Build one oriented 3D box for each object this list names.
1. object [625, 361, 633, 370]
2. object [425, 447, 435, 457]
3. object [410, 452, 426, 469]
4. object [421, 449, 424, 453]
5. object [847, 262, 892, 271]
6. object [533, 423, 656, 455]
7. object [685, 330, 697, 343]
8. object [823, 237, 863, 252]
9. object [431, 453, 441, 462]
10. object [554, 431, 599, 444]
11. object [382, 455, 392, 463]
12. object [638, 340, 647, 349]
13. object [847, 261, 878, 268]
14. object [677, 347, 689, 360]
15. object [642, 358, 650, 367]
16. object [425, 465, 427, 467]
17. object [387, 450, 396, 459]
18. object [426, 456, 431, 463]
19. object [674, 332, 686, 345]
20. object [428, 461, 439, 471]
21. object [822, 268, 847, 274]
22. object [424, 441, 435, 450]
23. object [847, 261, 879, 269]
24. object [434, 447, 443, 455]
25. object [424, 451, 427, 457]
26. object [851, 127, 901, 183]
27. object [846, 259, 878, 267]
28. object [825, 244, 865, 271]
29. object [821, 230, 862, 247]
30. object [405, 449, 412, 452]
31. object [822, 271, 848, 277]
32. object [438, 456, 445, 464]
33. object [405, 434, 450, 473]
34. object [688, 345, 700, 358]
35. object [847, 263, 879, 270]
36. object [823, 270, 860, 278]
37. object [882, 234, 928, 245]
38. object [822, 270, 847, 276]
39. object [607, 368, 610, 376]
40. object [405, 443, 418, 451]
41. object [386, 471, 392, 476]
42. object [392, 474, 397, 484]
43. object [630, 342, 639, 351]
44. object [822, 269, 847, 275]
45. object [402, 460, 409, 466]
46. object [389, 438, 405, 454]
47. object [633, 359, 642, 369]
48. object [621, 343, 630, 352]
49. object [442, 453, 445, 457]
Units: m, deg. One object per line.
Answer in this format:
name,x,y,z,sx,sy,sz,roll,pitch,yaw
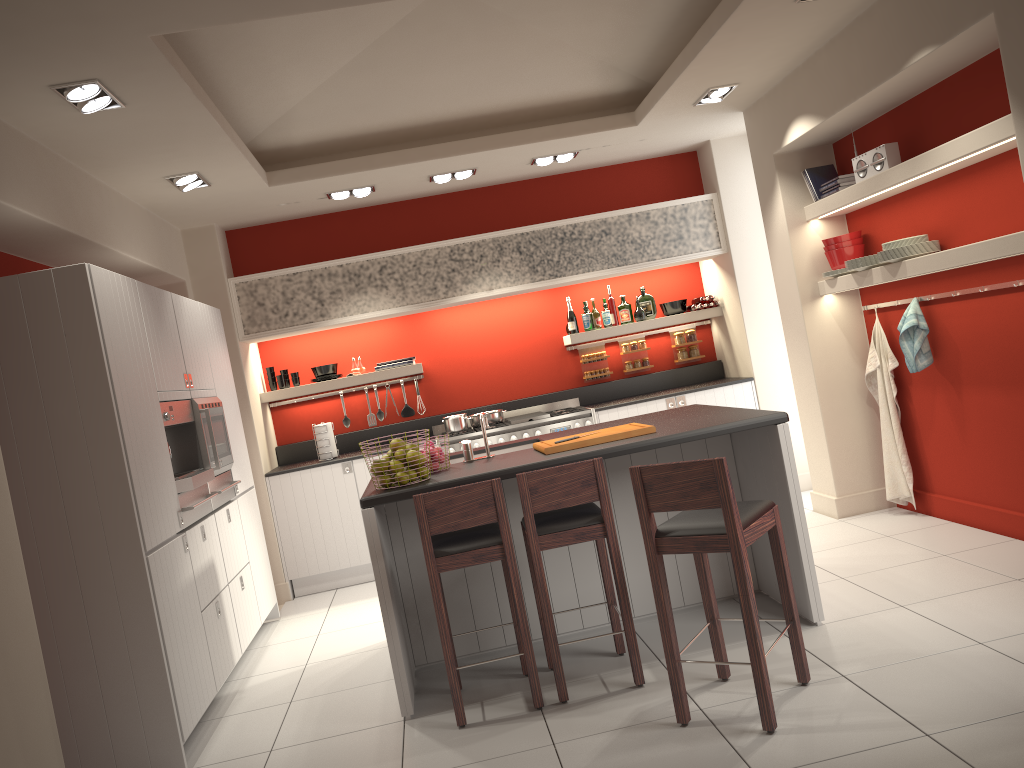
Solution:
object,1.053,-0.164,7.977,0.068,0.088,0.068,-11,1,15
object,-0.418,0.346,4.509,0.048,0.046,0.048,-10,2,40
object,-0.454,0.367,4.253,0.082,0.082,0.082,-12,1,-39
object,-0.457,0.358,4.593,0.041,0.044,0.045,-12,1,-36
object,2.292,-0.741,5.609,0.339,0.020,0.339,-11,1,-7
object,0.411,0.276,4.539,0.570,0.033,0.372,-11,1,-7
object,1.621,-0.430,8.031,0.093,0.120,0.094,-11,1,15
object,2.255,-0.889,6.011,0.260,0.159,0.260,-11,1,-24
object,-0.388,0.376,4.524,0.048,0.046,0.048,-10,2,43
object,0.334,0.269,4.509,0.303,0.010,0.035,-12,2,-35
object,-0.599,0.370,4.238,0.057,0.061,0.062,-11,1,9
object,1.176,-0.351,7.990,0.068,0.088,0.068,-11,1,15
object,2.289,-0.760,5.609,0.339,0.020,0.339,-11,1,-7
object,1.542,-0.276,8.023,0.093,0.120,0.094,-11,1,15
object,1.206,-0.194,7.992,0.068,0.088,0.068,-11,1,15
object,-0.450,0.432,4.577,0.050,0.049,0.049,-12,2,-40
object,-0.573,0.354,4.307,0.078,0.076,0.071,-12,1,-36
object,-0.430,0.387,4.511,0.040,0.041,0.041,-10,1,31
object,1.517,-0.410,8.020,0.093,0.120,0.094,-11,1,15
object,-0.405,0.418,4.545,0.062,0.057,0.061,-11,1,-6
object,2.280,-0.775,6.014,0.339,0.020,0.339,-11,1,-3
object,-0.428,0.321,4.572,0.056,0.058,0.056,-10,1,39
object,2.290,-0.754,5.609,0.339,0.020,0.339,-11,1,-7
object,-0.383,0.351,4.568,0.051,0.055,0.056,-11,1,9
object,-0.435,0.361,4.545,0.041,0.039,0.041,-11,1,10
object,2.184,-1.430,5.368,0.097,0.369,0.342,-11,1,-11
object,2.287,-0.767,5.608,0.339,0.020,0.339,-11,1,-7
object,2.266,-0.846,6.013,0.260,0.146,0.260,-11,1,-2
object,2.243,-0.938,6.006,0.260,0.161,0.260,-12,2,-39
object,-0.500,0.341,4.279,0.056,0.054,0.057,-12,1,-35
object,2.284,-0.756,6.015,0.339,0.020,0.339,-11,1,-3
object,-0.370,0.391,4.587,0.046,0.043,0.046,-10,1,34
object,-0.430,0.368,4.589,0.248,0.168,0.247,-11,1,-18
object,1.647,-0.296,8.033,0.093,0.120,0.094,-11,1,15
object,2.291,-0.748,5.609,0.339,0.020,0.339,-11,1,-7
object,2.285,-0.749,6.015,0.339,0.020,0.339,-11,1,-3
object,2.322,-0.847,5.244,0.255,0.015,0.255,-11,1,-25
object,2.283,-0.762,6.015,0.339,0.020,0.339,-11,1,-3
object,0.862,-0.109,7.973,0.034,0.078,0.034,-11,1,15
object,-0.489,0.320,4.332,0.067,0.064,0.067,-11,1,-5
object,-0.585,0.416,4.295,0.064,0.060,0.064,-11,1,-11
object,-0.552,0.454,4.252,0.055,0.054,0.053,-11,1,-2
object,1.099,-0.337,7.982,0.068,0.088,0.068,-11,1,15
object,2.281,-0.769,6.014,0.339,0.020,0.339,-11,1,-3
object,-0.516,0.374,4.342,0.067,0.064,0.066,-11,1,-1
object,-0.550,0.299,4.265,0.078,0.080,0.078,-11,1,-6
object,1.130,-0.179,7.985,0.068,0.088,0.068,-11,1,15
object,1.023,-0.322,7.974,0.068,0.088,0.068,-11,1,15
object,-0.380,0.377,4.645,0.055,0.056,0.055,-11,1,4
